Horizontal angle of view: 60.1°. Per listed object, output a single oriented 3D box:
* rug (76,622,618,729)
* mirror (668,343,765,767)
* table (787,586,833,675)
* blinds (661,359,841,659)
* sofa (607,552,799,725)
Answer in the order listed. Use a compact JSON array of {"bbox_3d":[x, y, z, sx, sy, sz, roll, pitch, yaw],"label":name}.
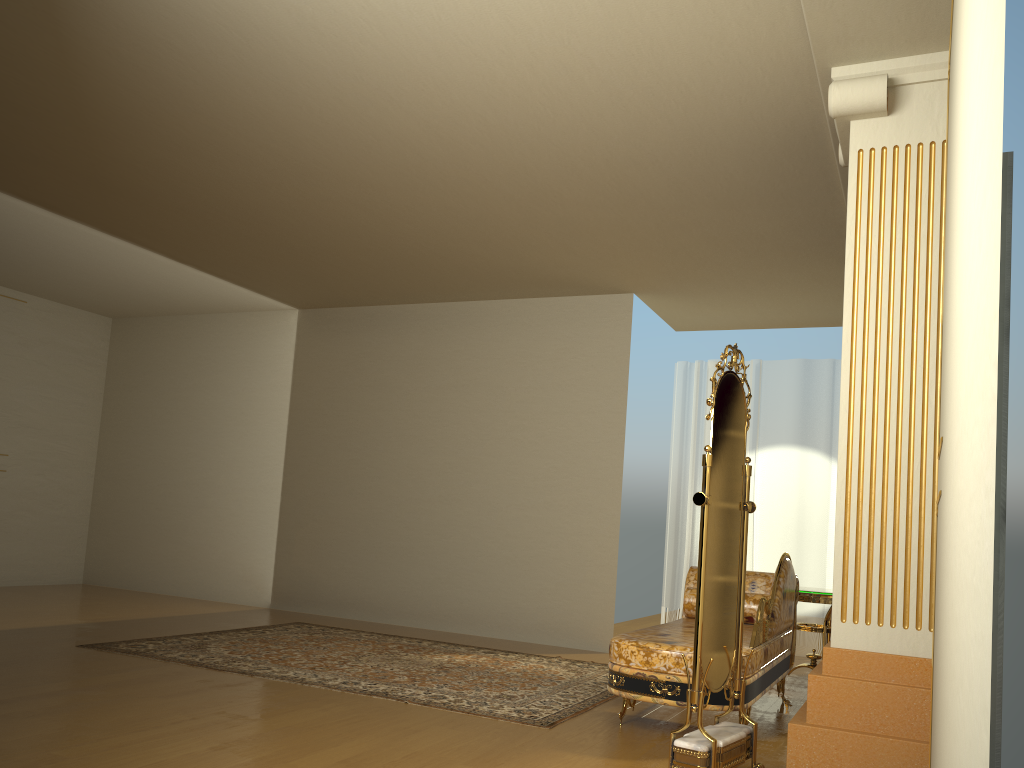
[{"bbox_3d":[-0.782,1.744,5.606,3.077,0.017,2.136,0,-10,25],"label":"rug"},{"bbox_3d":[0.833,0.674,3.474,0.243,1.688,0.545,0,-7,35],"label":"mirror"},{"bbox_3d":[1.925,1.633,5.630,0.572,0.638,0.574,7,-7,-20],"label":"table"},{"bbox_3d":[2.301,1.020,7.475,2.165,2.488,0.165,1,-6,27],"label":"blinds"},{"bbox_3d":[1.066,1.307,4.719,0.693,0.864,1.910,1,-9,25],"label":"sofa"}]
